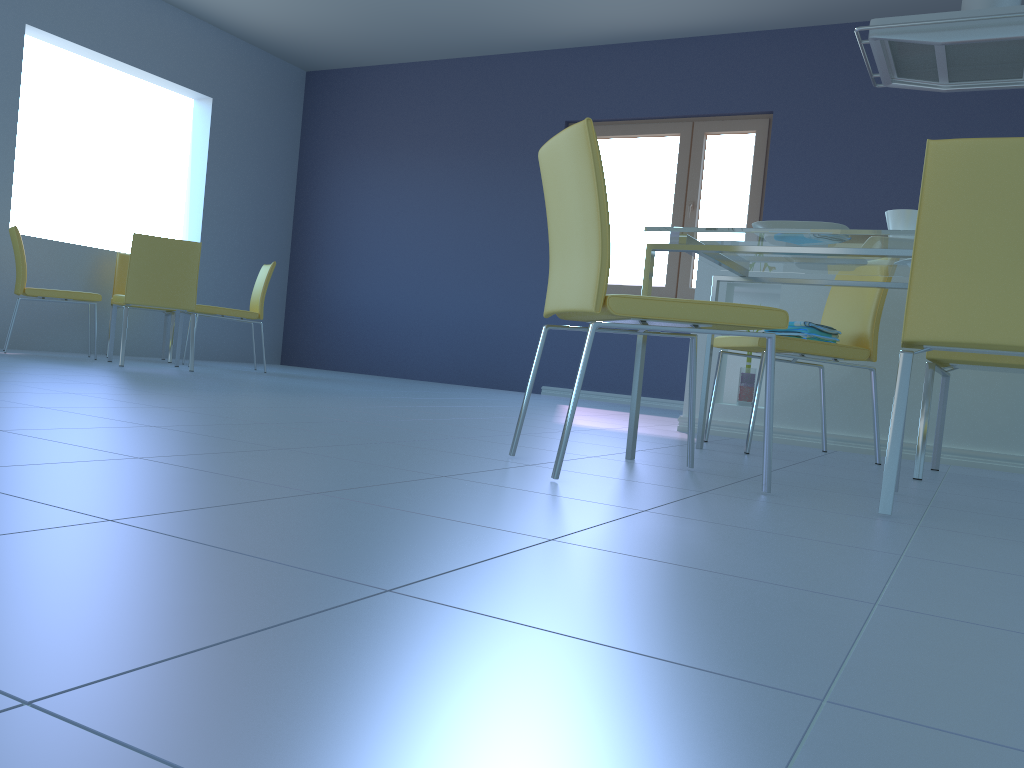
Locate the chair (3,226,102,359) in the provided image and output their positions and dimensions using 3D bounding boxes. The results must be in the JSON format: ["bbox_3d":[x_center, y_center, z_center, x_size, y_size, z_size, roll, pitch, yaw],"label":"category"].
[{"bbox_3d":[-2.652,-0.517,5.116,0.484,0.695,0.387,5,2,-31],"label":"chair"}]

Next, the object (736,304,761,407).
[{"bbox_3d":[0.959,-0.121,3.589,0.067,0.423,0.229,5,2,-31],"label":"object"}]

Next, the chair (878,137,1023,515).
[{"bbox_3d":[0.976,-0.083,1.758,0.387,0.695,0.484,6,2,25],"label":"chair"}]

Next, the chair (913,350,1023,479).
[{"bbox_3d":[1.431,-0.061,2.561,0.387,0.695,0.484,6,2,30],"label":"chair"}]

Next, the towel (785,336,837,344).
[{"bbox_3d":[0.968,-0.146,2.993,0.195,0.024,0.201,4,2,-43],"label":"towel"}]

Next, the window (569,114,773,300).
[{"bbox_3d":[0.999,-1.192,6.103,1.475,1.263,0.142,6,2,28],"label":"window"}]

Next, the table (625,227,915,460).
[{"bbox_3d":[0.988,-0.038,2.281,1.173,0.590,0.730,6,2,28],"label":"table"}]

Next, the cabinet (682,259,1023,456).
[{"bbox_3d":[2.044,-0.093,4.205,2.139,0.800,2.200,6,2,28],"label":"cabinet"}]

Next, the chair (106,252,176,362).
[{"bbox_3d":[-2.441,-0.516,5.853,0.387,0.695,0.484,5,2,-26],"label":"chair"}]

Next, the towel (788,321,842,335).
[{"bbox_3d":[0.976,-0.191,2.988,0.195,0.033,0.190,4,2,-36],"label":"towel"}]

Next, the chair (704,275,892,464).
[{"bbox_3d":[0.981,-0.115,3.001,0.484,0.695,0.387,5,2,-9],"label":"chair"}]

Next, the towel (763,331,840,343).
[{"bbox_3d":[0.968,-0.160,2.987,0.195,0.024,0.201,4,2,-37],"label":"towel"}]

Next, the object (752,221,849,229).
[{"bbox_3d":[0.708,-0.369,2.175,0.228,0.020,0.228,6,2,25],"label":"object"}]

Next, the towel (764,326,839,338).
[{"bbox_3d":[0.971,-0.175,2.990,0.195,0.027,0.192,4,2,-41],"label":"towel"}]

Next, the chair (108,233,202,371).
[{"bbox_3d":[-1.962,-0.445,4.886,0.387,0.695,0.484,5,2,-31],"label":"chair"}]

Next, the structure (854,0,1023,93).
[{"bbox_3d":[1.890,-1.716,3.446,0.895,0.962,0.695,6,2,28],"label":"structure"}]

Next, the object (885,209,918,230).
[{"bbox_3d":[0.968,-0.377,2.170,0.111,0.083,0.091,5,1,0],"label":"object"}]

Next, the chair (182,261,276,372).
[{"bbox_3d":[-1.779,-0.444,5.601,0.484,0.699,0.387,5,2,-26],"label":"chair"}]

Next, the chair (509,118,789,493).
[{"bbox_3d":[0.281,-0.154,1.923,0.484,0.695,0.387,5,2,-14],"label":"chair"}]
